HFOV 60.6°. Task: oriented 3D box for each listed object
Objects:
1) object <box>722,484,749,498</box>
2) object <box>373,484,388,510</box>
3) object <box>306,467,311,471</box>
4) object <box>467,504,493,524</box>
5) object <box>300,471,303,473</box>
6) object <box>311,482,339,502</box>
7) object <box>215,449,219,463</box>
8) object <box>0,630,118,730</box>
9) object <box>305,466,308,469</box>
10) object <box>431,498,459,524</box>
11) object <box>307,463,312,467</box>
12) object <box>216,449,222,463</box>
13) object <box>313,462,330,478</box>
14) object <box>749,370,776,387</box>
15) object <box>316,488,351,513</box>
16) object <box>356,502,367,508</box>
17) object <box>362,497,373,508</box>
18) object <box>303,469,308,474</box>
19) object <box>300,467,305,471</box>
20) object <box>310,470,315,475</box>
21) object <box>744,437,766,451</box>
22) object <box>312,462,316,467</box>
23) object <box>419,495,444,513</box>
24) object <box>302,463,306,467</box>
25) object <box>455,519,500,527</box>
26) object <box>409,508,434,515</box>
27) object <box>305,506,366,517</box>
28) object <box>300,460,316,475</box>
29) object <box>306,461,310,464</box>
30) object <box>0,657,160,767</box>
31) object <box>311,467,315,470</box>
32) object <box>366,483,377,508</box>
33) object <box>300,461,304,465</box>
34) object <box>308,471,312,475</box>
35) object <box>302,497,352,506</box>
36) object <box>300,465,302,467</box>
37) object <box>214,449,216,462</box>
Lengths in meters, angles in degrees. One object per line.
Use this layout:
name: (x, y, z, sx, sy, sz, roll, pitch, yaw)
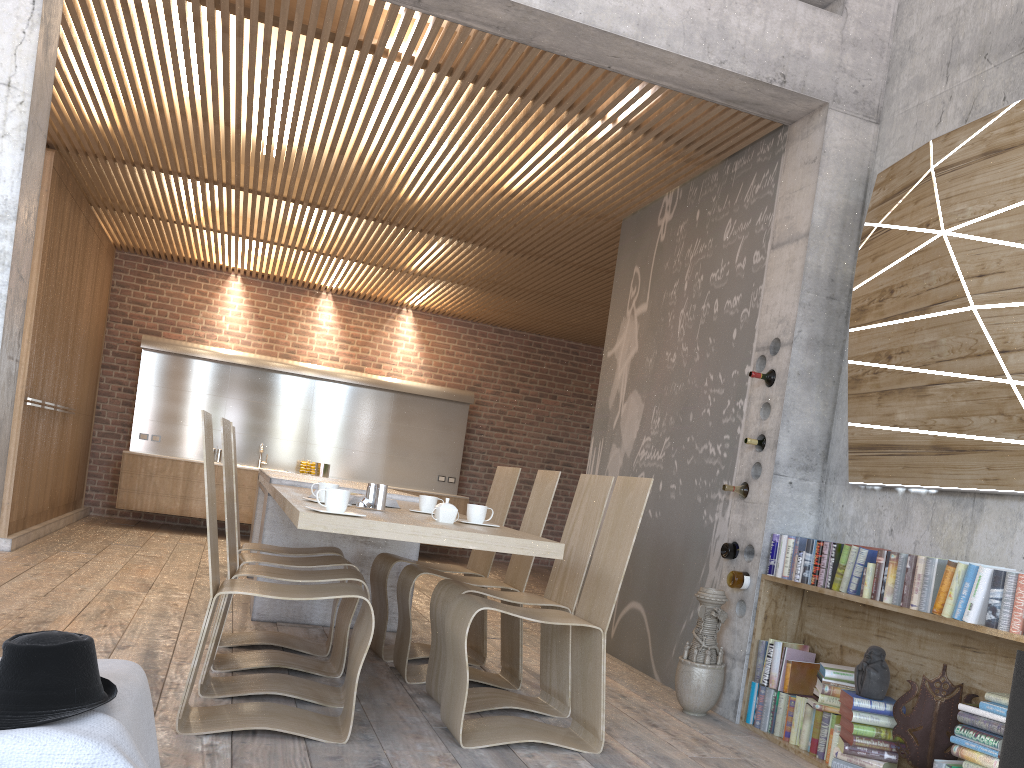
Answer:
object: (1.312, 0.592, 4.829, 0.340, 0.095, 0.095, 10, -3, -18)
object: (-0.586, 0.505, 3.918, 0.052, 0.112, 0.053, 8, 0, 28)
object: (-2.486, 1.039, 10.709, 0.061, 0.055, 0.051, 8, -2, -3)
object: (-0.154, 0.590, 3.953, 0.092, 0.088, 0.118, 6, -4, 37)
object: (-2.564, 1.066, 10.740, 0.063, 0.063, 0.074, 6, -4, 38)
object: (-0.832, 0.488, 3.923, 0.092, 0.088, 0.118, 7, -4, 26)
object: (-3.564, 0.842, 10.561, 0.145, 0.210, 0.052, 8, 1, -18)
object: (-0.990, 0.610, 1.851, 0.301, 0.169, 0.300, 11, -5, -30)
object: (-2.503, 1.036, 10.734, 0.051, 0.053, 0.063, 7, -3, 26)
object: (-0.279, 0.536, 3.702, 0.123, 0.112, 0.088, 9, -2, -26)
object: (-2.477, 0.990, 10.713, 0.051, 0.053, 0.064, 7, -3, 31)
object: (-3.533, 0.867, 10.572, 0.060, 0.159, 0.060, 8, 1, -2)
object: (-2.391, 1.083, 11.026, 0.191, 0.170, 0.191, 8, -3, -6)
object: (1.427, -0.025, 4.721, 0.337, 0.090, 0.090, 10, -3, -18)
object: (-0.651, 0.430, 3.219, 0.092, 0.088, 0.118, 7, -4, 26)
object: (-0.668, 0.537, 3.897, 0.051, 0.019, 0.050, 12, -7, -34)
object: (-0.643, 0.527, 3.892, 0.051, 0.045, 0.051, 8, -3, 1)
object: (-2.519, 1.070, 10.703, 0.050, 0.053, 0.064, 7, -3, 26)
object: (-2.551, 1.034, 10.684, 0.061, 0.054, 0.052, 8, -2, -5)
object: (-2.436, 1.084, 10.728, 0.063, 0.052, 0.053, 10, -3, -33)
object: (1.413, 0.332, 4.744, 0.349, 0.093, 0.093, 10, -3, -18)
object: (-2.437, 0.989, 10.767, 0.050, 0.060, 0.059, 8, -2, 17)
object: (-0.411, 0.603, 4.364, 0.118, 0.088, 0.092, 11, -4, -43)
object: (-2.536, 0.993, 10.708, 0.061, 0.052, 0.054, 6, -3, 31)
object: (-0.161, 0.628, 3.945, 0.186, 0.014, 0.185, 10, -7, -14)
object: (-0.419, 0.640, 4.356, 0.185, 0.014, 0.186, 9, -7, -4)
object: (-0.652, 0.474, 3.233, 0.187, 0.014, 0.184, 12, -8, -31)
object: (-2.509, 1.020, 10.769, 0.190, 0.174, 0.207, 9, -3, -17)
object: (-2.513, 0.977, 10.771, 0.051, 0.053, 0.063, 7, -3, 19)
object: (-1.192, 0.846, 1.822, 1.596, 0.502, 1.050, 8, -5, 1)
object: (-2.441, 1.035, 10.749, 0.062, 0.054, 0.053, 10, -3, -26)
object: (-0.633, 0.503, 3.953, 0.052, 0.109, 0.053, 8, 0, 28)
object: (-2.572, 0.971, 10.770, 0.053, 0.051, 0.062, 9, -3, -25)
object: (-2.476, 1.086, 10.772, 0.062, 0.056, 0.050, 10, -2, -27)
object: (-0.832, 0.532, 3.936, 0.187, 0.014, 0.184, 12, -8, -31)
object: (-2.566, 1.016, 10.755, 0.062, 0.053, 0.052, 9, -2, -11)
object: (-3.599, 0.855, 10.550, 0.060, 0.159, 0.060, 8, 1, -2)
